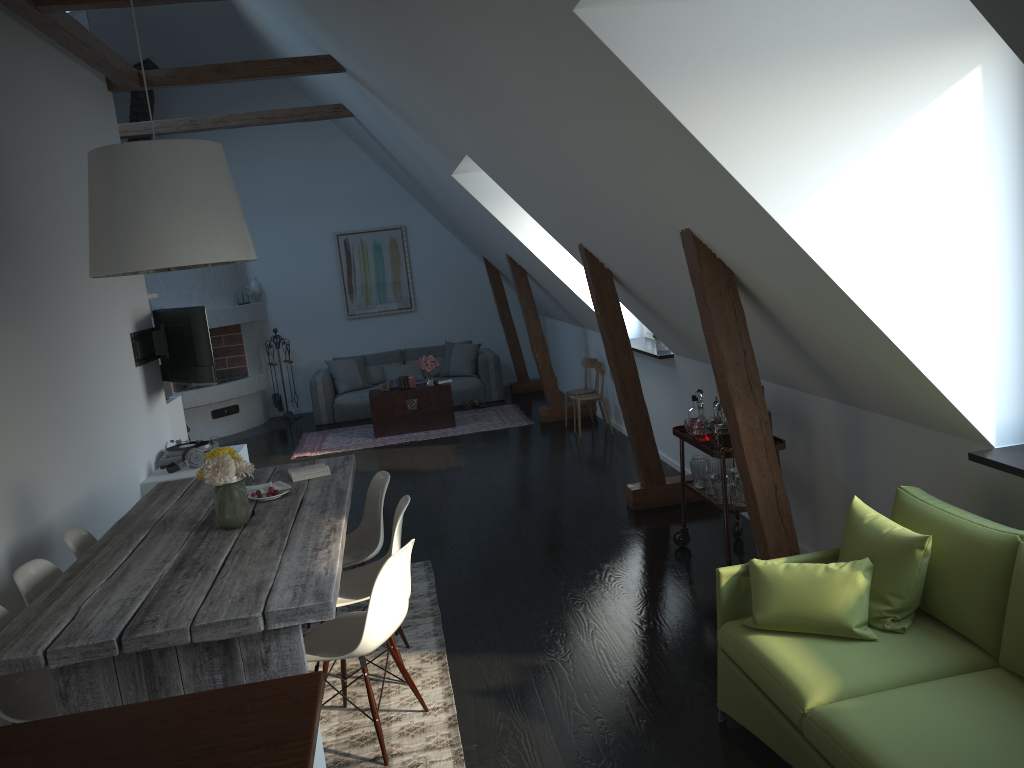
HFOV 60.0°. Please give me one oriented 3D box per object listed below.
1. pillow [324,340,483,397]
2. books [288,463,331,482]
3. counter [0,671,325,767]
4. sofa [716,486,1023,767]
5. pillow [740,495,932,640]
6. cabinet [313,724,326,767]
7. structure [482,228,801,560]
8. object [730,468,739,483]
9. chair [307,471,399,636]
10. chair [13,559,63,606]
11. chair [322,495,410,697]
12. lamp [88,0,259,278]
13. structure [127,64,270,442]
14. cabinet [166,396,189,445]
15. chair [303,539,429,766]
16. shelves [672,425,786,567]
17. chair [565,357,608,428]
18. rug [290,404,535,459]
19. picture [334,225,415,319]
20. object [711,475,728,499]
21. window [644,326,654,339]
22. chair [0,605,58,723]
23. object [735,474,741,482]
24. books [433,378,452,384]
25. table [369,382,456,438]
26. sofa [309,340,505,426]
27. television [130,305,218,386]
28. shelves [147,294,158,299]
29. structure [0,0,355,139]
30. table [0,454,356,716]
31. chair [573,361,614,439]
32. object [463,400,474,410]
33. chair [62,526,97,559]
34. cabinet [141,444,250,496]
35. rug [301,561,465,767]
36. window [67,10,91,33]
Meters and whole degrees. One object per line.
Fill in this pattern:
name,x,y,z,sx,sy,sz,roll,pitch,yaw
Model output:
pillow,-1.388,-0.235,11.657,2.075,0.515,0.444,-8,8,-7
books,-1.118,0.476,4.879,0.202,0.042,0.251,-10,9,-19
counter,-0.229,0.901,0.620,3.365,0.038,3.085,-8,8,-7
sofa,1.350,0.950,2.395,0.898,0.825,2.093,-8,8,-8
pillow,1.118,0.674,3.108,0.600,0.387,0.475,-8,8,-10
cabinet,-0.681,0.687,0.501,4.208,2.369,3.033,-8,8,-7
structure,1.081,-0.091,5.858,1.023,1.963,12.350,-8,8,-7
object,1.268,0.536,4.938,0.095,0.119,0.095,1,12,44
chair,-0.850,0.897,4.589,0.542,0.801,0.465,-10,9,-21
chair,-1.738,1.120,3.773,0.542,0.801,0.465,-7,8,-1
chair,-0.687,0.951,4.091,0.542,0.801,0.465,-8,8,-6
lamp,-1.644,-1.878,3.641,0.697,2.813,0.757,1,11,42
structure,-4.973,-1.633,11.705,3.058,4.752,3.049,-6,8,1
cabinet,-3.364,0.653,7.844,0.869,0.921,0.638,-8,8,-7
chair,-0.607,1.024,3.523,0.542,0.801,0.465,-4,9,18
shelves,1.224,0.638,4.942,0.438,0.732,0.803,-8,8,-11
chair,0.733,0.097,9.150,0.342,0.696,0.329,-10,9,-24
rug,-1.142,0.516,10.162,2.647,0.029,1.512,-8,8,-7
picture,-1.893,-1.546,12.245,0.965,1.185,0.025,-8,8,-7
object,1.139,0.564,4.851,0.095,0.119,0.095,1,12,44
window,-1.511,-1.817,5.098,5.959,4.249,8.018,-8,8,-7
chair,-1.671,1.180,3.308,0.542,0.801,0.465,-8,8,-6
object,1.263,0.554,4.818,0.095,0.119,0.095,1,12,44
books,-0.819,-0.036,10.208,0.179,0.034,0.243,-11,9,-29
table,-1.138,0.279,10.110,0.962,0.492,0.471,-8,8,-7
sofa,-1.401,-0.071,11.775,2.458,0.770,1.107,-8,8,-7
television,-2.891,-0.259,7.157,0.537,0.652,1.005,-14,11,-42
shelves,-3.885,-0.645,7.507,1.604,0.038,0.478,-8,8,-7
structure,-4.468,-2.372,6.456,10.230,3.562,15.910,-7,8,-2
table,-1.280,1.027,4.089,1.141,0.788,2.421,-8,8,-7
chair,0.772,0.151,8.752,0.342,0.696,0.329,-8,8,-6
object,-0.550,0.264,11.138,0.101,0.090,0.277,-10,9,-19
chair,-1.804,1.050,4.300,0.542,0.801,0.465,-8,8,-11
cabinet,-2.459,0.869,7.089,0.623,0.507,1.069,-8,8,-7
rug,-1.251,1.405,4.162,1.898,0.022,2.677,-8,8,-7
window,-4.026,-2.848,6.319,1.548,1.089,1.165,-8,8,-7
